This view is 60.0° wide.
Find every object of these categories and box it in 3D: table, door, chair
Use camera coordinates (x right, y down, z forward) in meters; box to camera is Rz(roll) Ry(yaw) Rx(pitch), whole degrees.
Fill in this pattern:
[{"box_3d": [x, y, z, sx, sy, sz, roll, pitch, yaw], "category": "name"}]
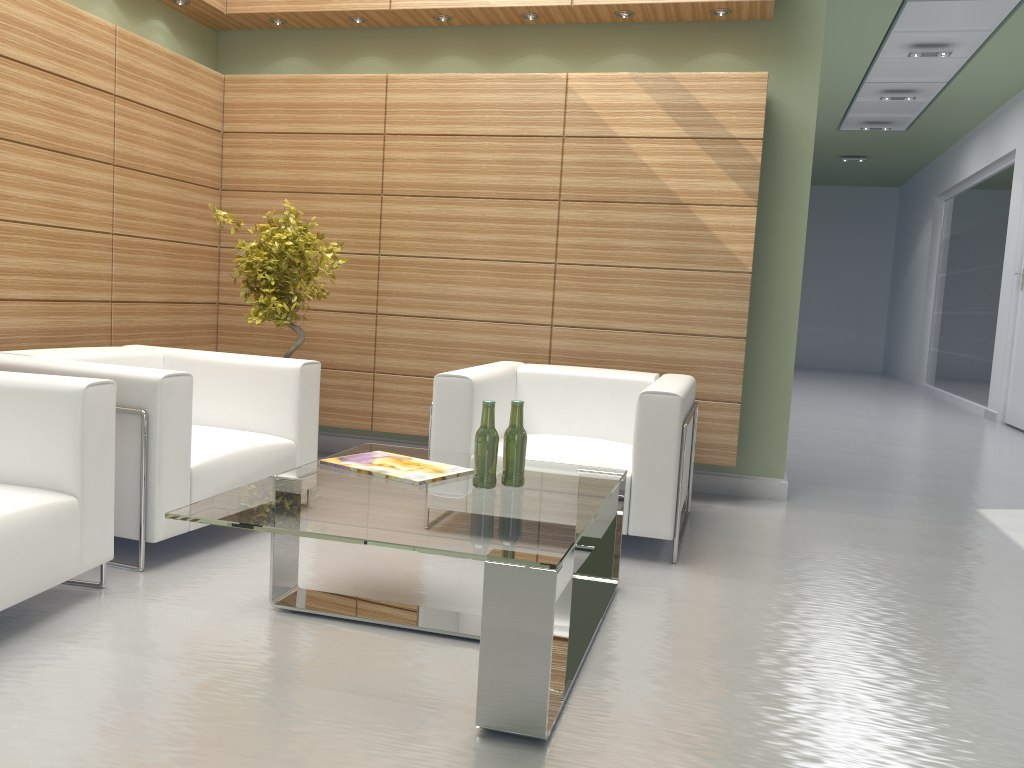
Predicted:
[{"box_3d": [-0.427, 0.924, 4.796, 1.783, 0.742, 2.197, 5, 6, 14], "category": "table"}, {"box_3d": [9.009, -1.736, 15.231, 0.250, 5.083, 2.089, 5, 6, 14], "category": "door"}, {"box_3d": [-2.641, 0.410, 6.497, 1.769, 1.234, 1.894, 5, 6, 19], "category": "chair"}, {"box_3d": [-3.240, 0.589, 4.258, 1.802, 1.234, 1.894, 4, 6, 9], "category": "chair"}, {"box_3d": [0.479, 0.527, 7.189, 1.894, 1.234, 1.802, 5, 6, 14], "category": "chair"}]

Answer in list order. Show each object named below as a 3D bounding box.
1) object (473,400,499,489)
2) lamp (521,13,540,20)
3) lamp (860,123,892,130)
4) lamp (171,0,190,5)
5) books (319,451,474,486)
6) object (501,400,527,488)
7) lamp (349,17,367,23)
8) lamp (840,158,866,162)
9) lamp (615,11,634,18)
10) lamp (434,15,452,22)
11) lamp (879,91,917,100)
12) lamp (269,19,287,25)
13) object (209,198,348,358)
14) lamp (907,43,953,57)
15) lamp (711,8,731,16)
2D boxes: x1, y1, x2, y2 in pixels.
[{"box_3d": [-0.138, 0.326, 4.807, 0.131, 0.475, 0.131, 1, 6, -21], "category": "object"}, {"box_3d": [0.183, -3.564, 8.535, 0.181, 0.074, 0.181, 4, 6, 9], "category": "lamp"}, {"box_3d": [8.510, -6.031, 20.726, 0.657, 0.159, 0.286, 5, 6, 14], "category": "lamp"}, {"box_3d": [-3.259, -3.785, 8.721, 0.181, 0.074, 0.181, 3, 5, -3], "category": "lamp"}, {"box_3d": [-0.672, 0.485, 5.188, 0.762, 0.025, 0.508, 7, 7, 34], "category": "books"}, {"box_3d": [0.018, 0.327, 4.893, 0.131, 0.475, 0.131, 1, 6, -21], "category": "object"}, {"box_3d": [-1.557, -3.709, 8.976, 0.181, 0.074, 0.181, 4, 6, 9], "category": "lamp"}, {"box_3d": [9.630, -6.378, 25.033, 0.657, 0.159, 0.286, 5, 6, 14], "category": "lamp"}, {"box_3d": [1.055, -3.491, 8.314, 0.181, 0.074, 0.181, 1, 6, -25], "category": "lamp"}, {"box_3d": [-0.678, -3.636, 8.753, 0.181, 0.074, 0.181, 1, 6, -25], "category": "lamp"}, {"box_3d": [7.746, -5.794, 17.785, 0.657, 0.159, 0.286, 5, 6, 14], "category": "lamp"}, {"box_3d": [-2.426, -3.781, 9.195, 0.181, 0.074, 0.181, 4, 6, 9], "category": "lamp"}, {"box_3d": [-2.150, -0.384, 7.999, 1.201, 2.565, 1.116, 2, 6, -18], "category": "object"}, {"box_3d": [6.959, -5.551, 14.761, 0.657, 0.159, 0.286, 5, 6, 14], "category": "lamp"}, {"box_3d": [1.911, -3.420, 8.097, 0.181, 0.074, 0.181, 4, 6, 9], "category": "lamp"}]
